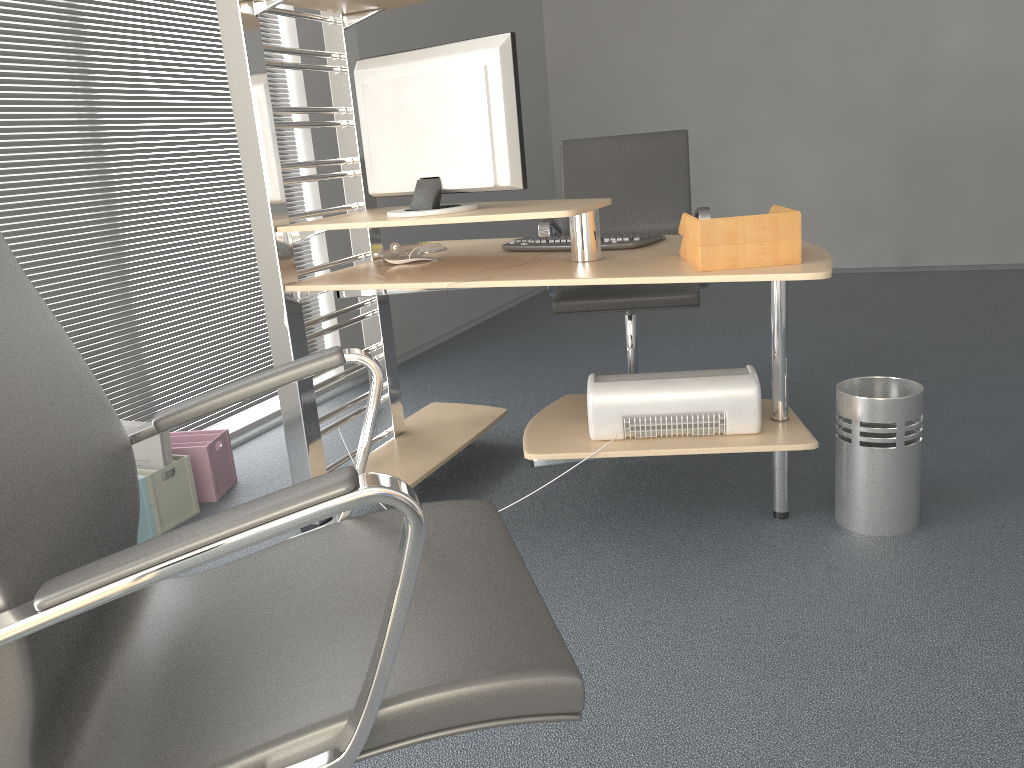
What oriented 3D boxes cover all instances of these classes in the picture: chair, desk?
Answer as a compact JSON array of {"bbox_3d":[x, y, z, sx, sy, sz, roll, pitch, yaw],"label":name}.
[{"bbox_3d":[-0.294,0.283,1.051,0.652,1.048,0.584,-8,15,-10],"label":"chair"},{"bbox_3d":[0.424,-0.366,3.232,0.584,1.048,0.652,-2,15,10],"label":"chair"},{"bbox_3d":[0.166,-0.427,2.546,1.469,1.566,0.967,1,16,23],"label":"desk"}]

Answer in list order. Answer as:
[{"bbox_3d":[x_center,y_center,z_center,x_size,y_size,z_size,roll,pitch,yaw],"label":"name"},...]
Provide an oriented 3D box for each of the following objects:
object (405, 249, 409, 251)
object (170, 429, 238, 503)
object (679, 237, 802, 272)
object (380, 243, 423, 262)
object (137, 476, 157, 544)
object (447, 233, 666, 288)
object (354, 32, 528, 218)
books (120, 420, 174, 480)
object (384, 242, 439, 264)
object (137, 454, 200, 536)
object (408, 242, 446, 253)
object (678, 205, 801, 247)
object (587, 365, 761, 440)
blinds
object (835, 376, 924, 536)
[{"bbox_3d":[-0.361,-0.448,2.968,0.011,0.011,0.158,1,16,20],"label":"object"},{"bbox_3d":[-1.092,0.283,2.992,0.245,0.202,0.185,-4,15,6],"label":"object"},{"bbox_3d":[0.540,-0.331,2.138,0.225,0.060,0.309,-4,15,3],"label":"object"},{"bbox_3d":[-0.343,-0.409,2.754,0.134,0.042,0.022,-12,16,-23],"label":"object"},{"bbox_3d":[-1.224,0.395,2.619,0.245,0.202,0.185,1,16,23],"label":"object"},{"bbox_3d":[0.079,-0.338,2.478,0.478,0.082,0.814,4,17,30],"label":"object"},{"bbox_3d":[-0.235,-0.660,2.318,0.516,0.418,0.245,10,21,44],"label":"object"},{"bbox_3d":[-1.153,0.273,2.777,0.220,0.306,0.068,1,16,23],"label":"books"},{"bbox_3d":[-0.304,-0.397,2.656,0.159,0.064,0.054,-8,15,-9],"label":"object"},{"bbox_3d":[-1.153,0.344,2.782,0.245,0.202,0.185,1,16,23],"label":"object"},{"bbox_3d":[-0.284,-0.455,2.936,0.132,0.026,0.132,1,16,23],"label":"object"},{"bbox_3d":[0.535,-0.385,2.123,0.225,0.060,0.309,-4,15,3],"label":"object"},{"bbox_3d":[0.430,0.021,2.408,0.438,0.162,0.351,-3,15,8],"label":"object"},{"bbox_3d":[-1.366,-1.128,2.988,0.022,2.770,1.950,1,16,23],"label":"blinds"},{"bbox_3d":[0.956,0.188,2.319,0.208,0.377,0.208,-11,16,-22],"label":"object"}]
